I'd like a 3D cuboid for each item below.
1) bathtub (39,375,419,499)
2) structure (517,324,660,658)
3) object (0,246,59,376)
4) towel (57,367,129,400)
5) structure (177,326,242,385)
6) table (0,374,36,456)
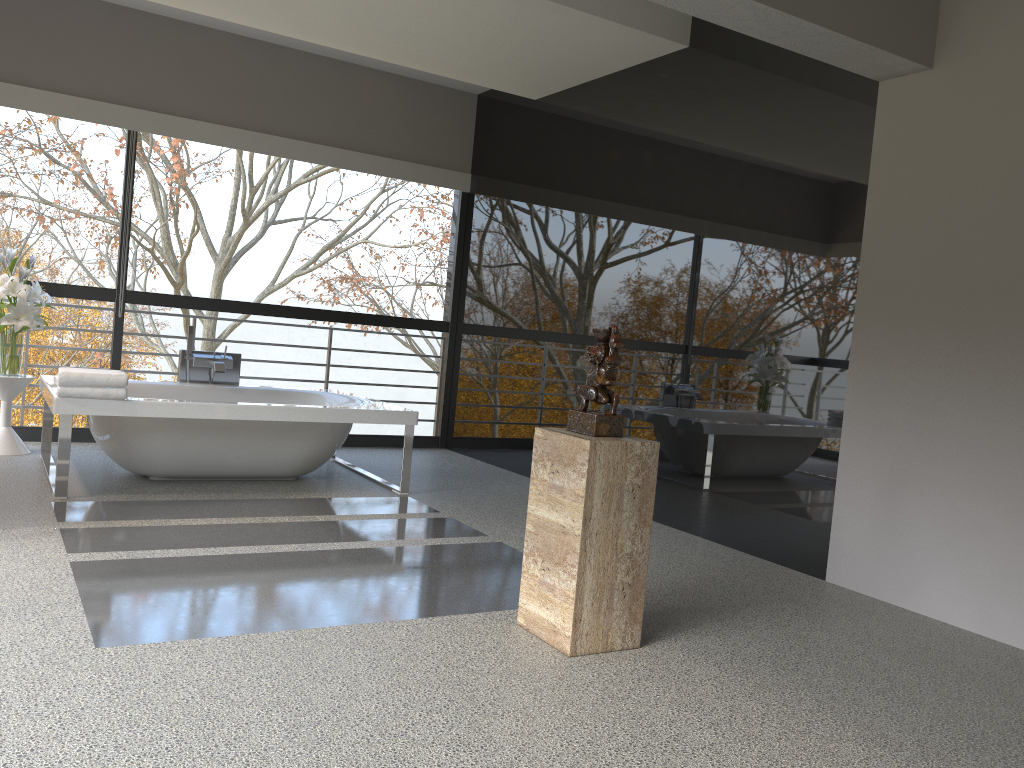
[{"bbox_3d":[-1.756,0.305,5.406,1.957,0.504,1.328,3,3,-31],"label":"bathtub"},{"bbox_3d":[0.272,0.330,3.017,0.291,1.074,0.328,4,3,-31],"label":"structure"},{"bbox_3d":[-3.096,-0.449,5.475,0.450,0.795,0.460,5,3,-3],"label":"object"},{"bbox_3d":[-2.138,0.004,4.526,0.322,0.145,0.305,4,3,-28],"label":"towel"},{"bbox_3d":[-2.008,0.067,5.939,0.402,0.884,0.330,4,3,-31],"label":"structure"},{"bbox_3d":[-3.146,0.184,5.514,0.308,0.478,0.307,8,4,43],"label":"table"}]
